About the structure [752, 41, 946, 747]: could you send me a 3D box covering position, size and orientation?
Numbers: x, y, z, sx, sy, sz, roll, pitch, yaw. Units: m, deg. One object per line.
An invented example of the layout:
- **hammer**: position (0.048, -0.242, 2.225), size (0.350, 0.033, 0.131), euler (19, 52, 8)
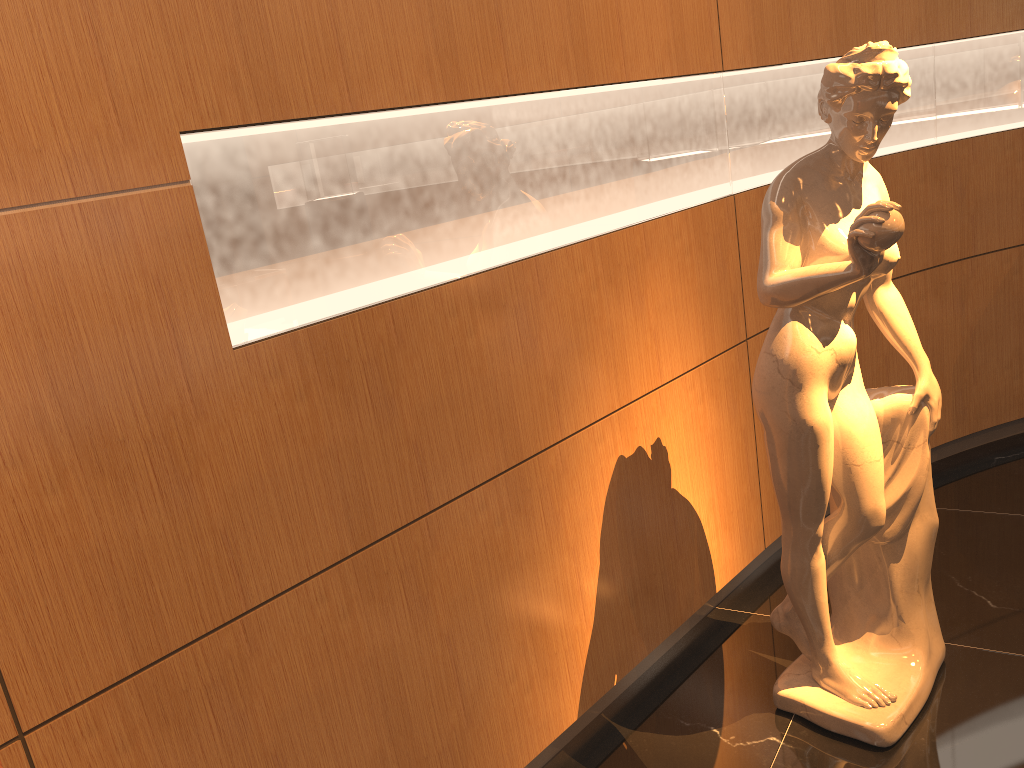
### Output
- **structure**: position (0.874, 0.066, 2.405), size (0.477, 1.836, 0.733), euler (1, 18, 32)

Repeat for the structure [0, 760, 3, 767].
- **structure**: position (-0.602, 0.716, 0.620), size (0.484, 2.000, 0.498), euler (-9, 15, 2)
